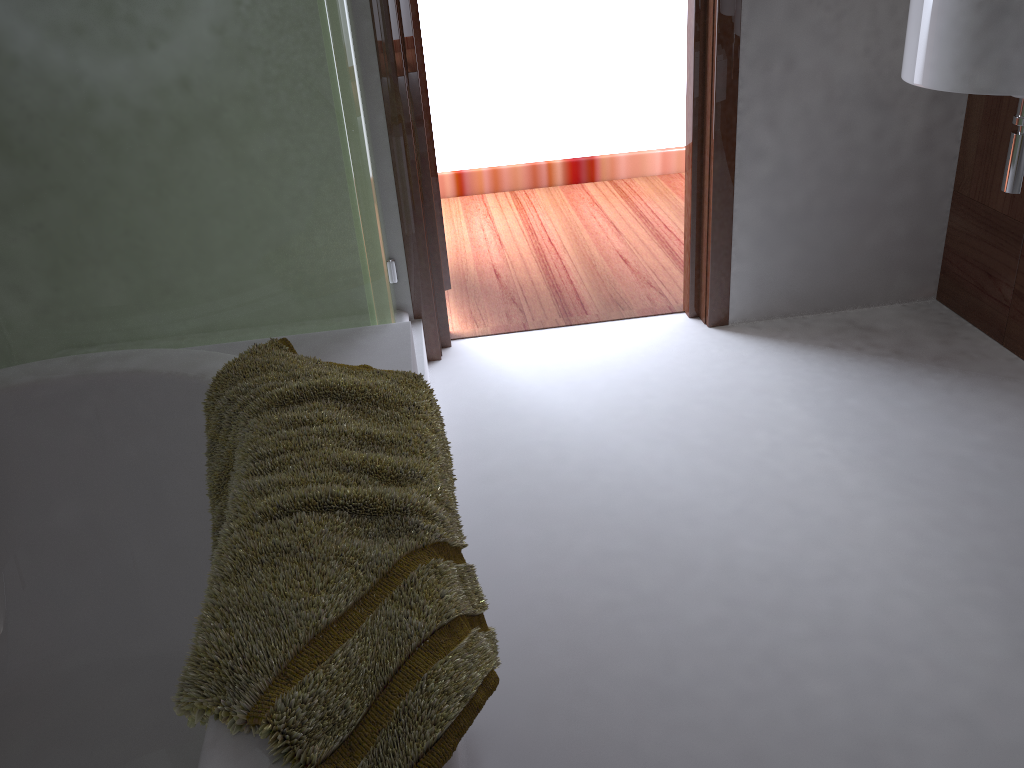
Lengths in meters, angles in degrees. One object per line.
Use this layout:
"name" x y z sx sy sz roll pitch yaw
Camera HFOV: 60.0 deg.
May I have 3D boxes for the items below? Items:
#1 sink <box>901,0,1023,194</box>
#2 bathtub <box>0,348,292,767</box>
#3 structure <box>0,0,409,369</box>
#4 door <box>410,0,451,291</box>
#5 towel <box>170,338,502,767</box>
"sink" 0.994 -0.712 1.721 0.417 0.715 0.415 -7 28 -4
"bathtub" -0.574 0.513 0.820 0.881 0.424 1.683 -7 28 -4
"structure" -0.796 -0.731 1.577 1.015 2.079 0.765 -7 28 -4
"door" -0.415 -1.174 2.364 0.095 1.780 0.708 -19 31 -25
"towel" -0.215 0.297 1.124 0.349 0.452 0.890 -10 28 -9
